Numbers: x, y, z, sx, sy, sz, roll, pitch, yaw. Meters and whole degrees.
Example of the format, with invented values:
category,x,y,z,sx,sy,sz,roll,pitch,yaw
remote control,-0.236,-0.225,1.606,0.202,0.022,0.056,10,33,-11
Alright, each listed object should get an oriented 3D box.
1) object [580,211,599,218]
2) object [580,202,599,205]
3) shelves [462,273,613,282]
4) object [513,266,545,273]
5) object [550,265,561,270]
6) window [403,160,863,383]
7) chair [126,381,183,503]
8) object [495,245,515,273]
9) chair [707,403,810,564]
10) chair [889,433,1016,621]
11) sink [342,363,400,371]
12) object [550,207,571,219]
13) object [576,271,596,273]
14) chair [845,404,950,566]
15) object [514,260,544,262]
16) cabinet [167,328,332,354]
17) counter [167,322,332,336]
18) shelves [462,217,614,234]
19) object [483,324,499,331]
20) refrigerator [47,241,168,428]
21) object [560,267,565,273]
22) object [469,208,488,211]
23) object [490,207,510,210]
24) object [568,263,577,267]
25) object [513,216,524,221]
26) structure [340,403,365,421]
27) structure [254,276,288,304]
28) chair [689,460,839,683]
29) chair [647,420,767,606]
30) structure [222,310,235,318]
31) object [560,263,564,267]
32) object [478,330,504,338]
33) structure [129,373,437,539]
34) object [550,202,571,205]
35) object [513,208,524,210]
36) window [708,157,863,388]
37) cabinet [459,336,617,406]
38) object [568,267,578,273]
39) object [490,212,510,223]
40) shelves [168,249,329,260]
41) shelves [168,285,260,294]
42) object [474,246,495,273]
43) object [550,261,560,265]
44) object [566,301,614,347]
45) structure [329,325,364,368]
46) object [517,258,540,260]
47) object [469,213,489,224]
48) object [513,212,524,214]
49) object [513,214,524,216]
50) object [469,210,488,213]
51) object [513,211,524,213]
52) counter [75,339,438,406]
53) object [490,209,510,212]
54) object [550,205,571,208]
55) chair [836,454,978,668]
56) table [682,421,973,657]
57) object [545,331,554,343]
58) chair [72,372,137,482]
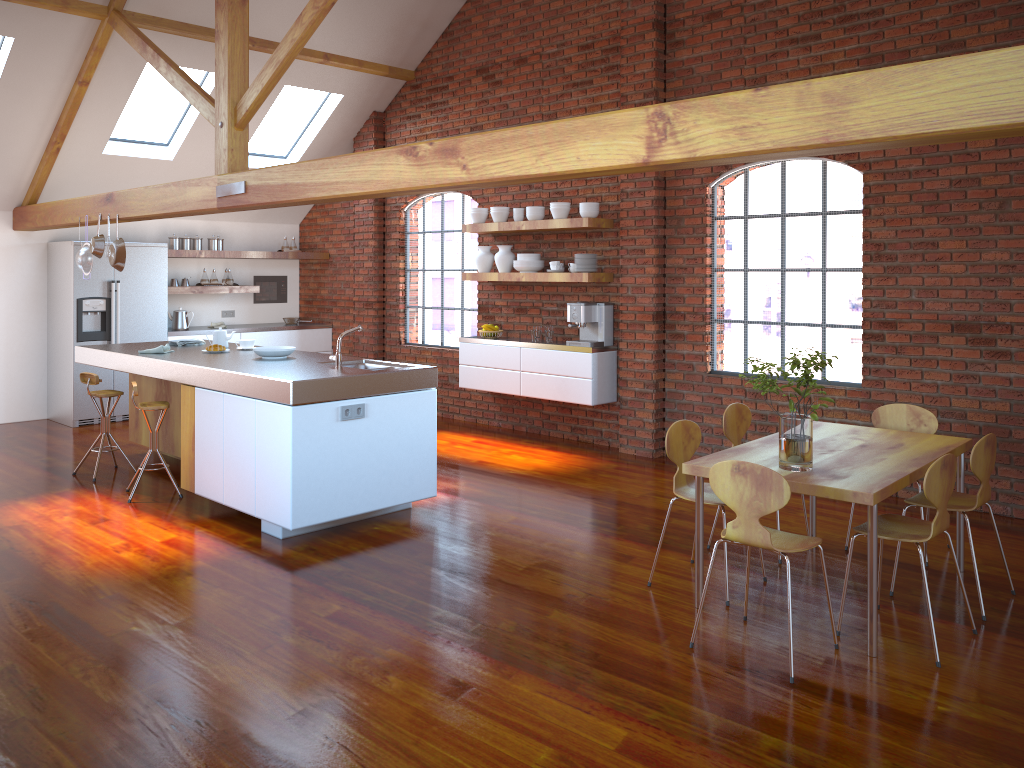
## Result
category,x,y,z,sx,sy,sz,roll,pitch,yaw
object,1.114,-2.430,12.657,0.284,0.104,0.286,-1,6,-6
object,1.114,-2.548,12.657,0.284,0.104,0.286,-1,6,-6
shelves,0.334,-1.644,13.515,2.644,0.130,0.580,7,10,44
object,0.259,-1.758,13.519,0.484,0.094,0.486,4,8,28
object,0.642,-1.718,13.050,0.158,0.080,0.170,5,8,39
window,5.546,-1.507,14.482,29.959,16.987,6.237,4,3,34
chair,-4.084,0.614,10.040,0.580,1.287,0.581,0,1,-26
object,-0.111,-1.973,13.913,0.330,0.427,0.331,1,3,16
chair,2.301,0.854,8.163,0.707,1.301,0.754,1,2,40
chair,3.467,1.012,6.927,0.707,1.301,0.754,2,2,45
sink,-1.527,0.004,9.468,1.055,0.341,0.703,6,9,44
object,0.714,-2.510,13.006,0.309,0.177,0.312,2,6,15
object,1.071,-1.619,12.723,0.334,0.023,0.335,-4,8,-28
chair,3.544,0.864,8.100,0.753,1.301,0.707,2,2,40
object,0.259,-1.847,13.519,0.484,0.094,0.486,4,8,28
cabinet,-5.274,-0.338,17.059,1.224,1.400,3.414,3,7,44
counter,-5.271,-1.080,17.057,1.230,0.076,3.414,7,10,44
shelves,0.336,-2.423,13.514,2.644,0.130,0.580,7,10,44
object,-0.335,-0.885,14.091,0.315,0.145,0.114,-1,3,-8
refrigerator,-6.981,-0.927,15.242,1.343,3.040,1.567,1,2,45
object,0.717,-1.729,13.360,0.158,0.080,0.170,3,6,24
object,-0.532,-2.733,14.146,0.309,0.177,0.312,-1,6,-9
object,-0.189,-2.700,13.896,0.309,0.177,0.312,-1,6,-9
object,0.935,-1.738,13.005,0.157,0.100,0.172,-2,6,-22
object,0.105,-2.566,13.721,0.169,0.104,0.170,0,5,-6
structure,-1.543,0.267,8.472,0.056,0.137,0.275,1,5,44
structure,-4.994,-1.956,18.224,0.022,0.573,0.786,0,3,45
chair,1.711,1.134,5.941,0.754,1.301,0.707,2,2,45
chair,1.604,0.976,7.189,0.707,1.301,0.754,1,2,40
structure,-5.669,-1.398,17.548,0.056,0.137,0.275,1,5,44
object,0.707,-1.784,13.361,0.157,0.100,0.172,1,6,13
object,-0.338,-0.803,14.173,0.404,0.121,0.407,0,7,2
structure,-3.297,0.547,10.494,5.371,1.310,1.760,7,8,44
object,0.714,-2.586,13.006,0.309,0.177,0.312,2,6,15
object,0.105,-2.684,13.721,0.169,0.104,0.170,0,5,-6
window,3.422,-1.449,11.066,2.181,2.864,0.144,3,2,45
cabinet,0.332,-0.252,13.516,2.793,0.813,0.579,7,6,44
object,0.926,-1.683,13.000,0.158,0.080,0.170,-1,6,-11
object,-0.190,-2.624,13.896,0.309,0.177,0.312,-1,6,-9
shelves,-5.308,-2.504,17.086,1.127,0.130,3.404,7,10,44
shelves,-5.858,-1.777,16.530,1.127,0.130,1.834,7,10,44
object,-0.447,-2.015,14.243,0.330,0.427,0.331,0,3,-6
object,0.632,-1.774,13.054,0.158,0.100,0.172,3,6,28
object,1.095,-0.874,12.715,0.465,0.634,0.652,3,4,44
structure,-1.741,-0.403,9.282,0.170,0.425,0.344,1,3,45
object,0.259,-1.880,13.519,0.367,0.094,0.368,5,8,36
object,-0.532,-2.657,14.146,0.309,0.177,0.312,-1,6,-9
object,0.105,-2.618,13.721,0.169,0.104,0.170,0,5,-6
object,0.105,-2.595,13.721,0.169,0.104,0.170,0,5,-6
object,-0.532,-2.693,14.146,0.309,0.177,0.312,-1,6,-9
object,0.105,-2.641,13.721,0.169,0.104,0.170,0,5,-6
counter,-3.304,-0.233,10.480,5.412,0.222,1.763,7,10,44
object,-0.190,-2.660,13.896,0.309,0.177,0.312,-1,6,-9
object,0.714,-2.546,13.006,0.309,0.177,0.312,2,6,15
chair,2.763,1.108,6.163,0.707,1.301,0.754,2,2,45
table,2.627,1.086,7.101,1.405,1.101,2.531,4,7,40
object,0.565,-0.701,13.147,0.133,0.178,0.134,-2,3,-33
chair,-5.100,0.486,11.042,0.581,1.287,0.581,1,2,39
